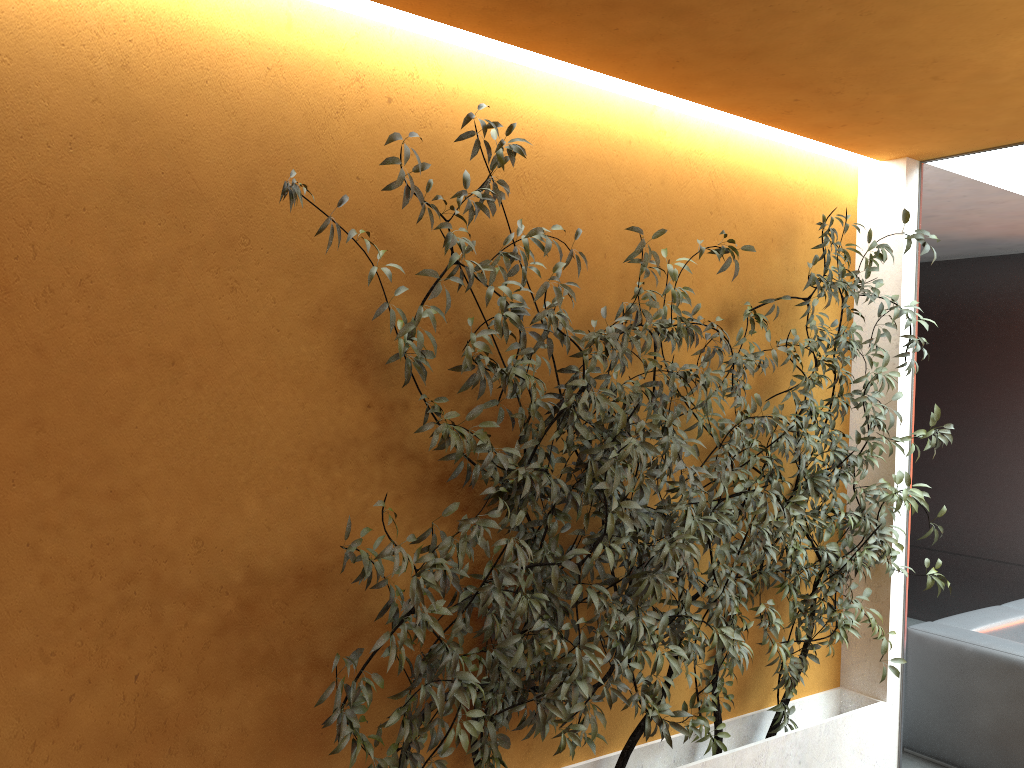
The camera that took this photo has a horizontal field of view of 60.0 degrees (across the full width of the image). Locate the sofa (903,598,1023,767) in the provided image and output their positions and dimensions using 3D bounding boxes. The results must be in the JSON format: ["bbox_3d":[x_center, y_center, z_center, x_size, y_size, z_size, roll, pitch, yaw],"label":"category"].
[{"bbox_3d":[3.116,1.618,4.862,2.025,0.652,0.943,2,0,-36],"label":"sofa"}]

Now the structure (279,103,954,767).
[{"bbox_3d":[0.624,0.360,3.300,3.166,2.483,0.622,2,0,-37],"label":"structure"}]
